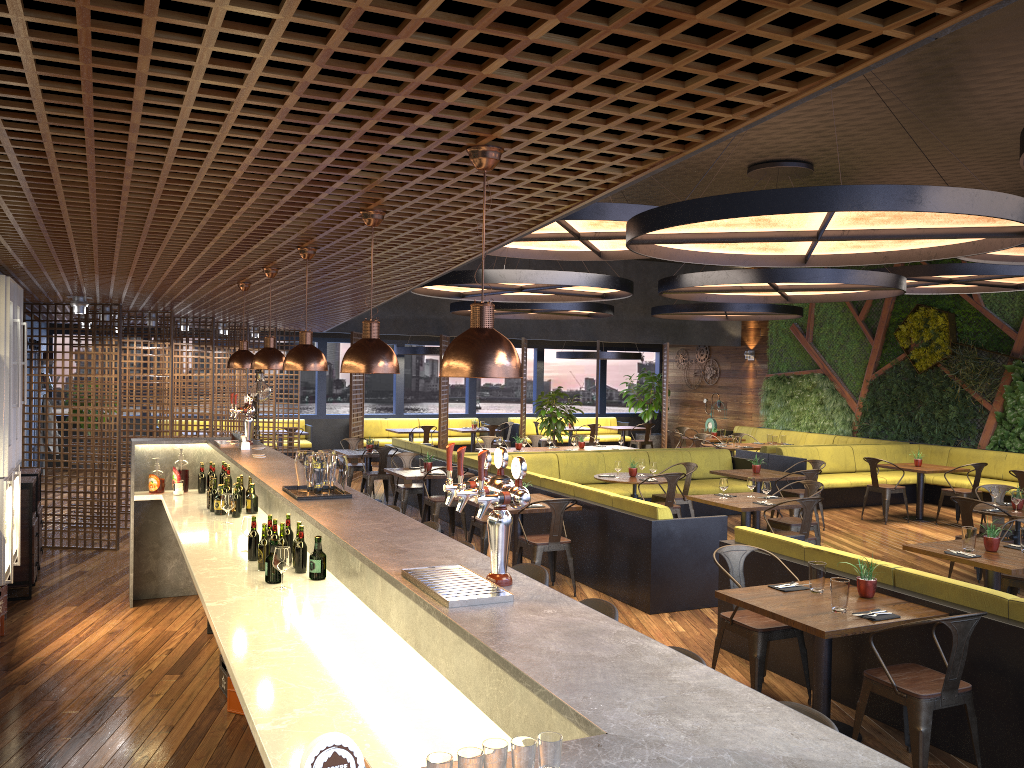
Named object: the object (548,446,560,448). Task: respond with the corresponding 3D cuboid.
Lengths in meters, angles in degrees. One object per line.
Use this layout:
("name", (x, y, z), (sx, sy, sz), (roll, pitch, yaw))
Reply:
("object", (0.701, 1.066, 14.962), (0.157, 0.019, 0.255), (1, 1, -25))

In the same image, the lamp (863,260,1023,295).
("lamp", (6.110, -1.945, 12.322), (2.778, 1.159, 2.778), (0, 1, -35))

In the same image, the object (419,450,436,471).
("object", (-1.048, 0.963, 11.200), (0.260, 0.271, 0.238), (1, 1, -23))

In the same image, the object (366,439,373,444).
("object", (-2.218, 0.948, 13.800), (0.102, 0.178, 0.102), (1, 1, -9))

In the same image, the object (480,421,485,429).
("object", (-0.643, 0.893, 19.201), (0.102, 0.178, 0.102), (0, 1, -39))

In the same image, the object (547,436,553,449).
("object", (0.631, 0.973, 14.802), (0.097, 0.206, 0.097), (1, 1, 21))

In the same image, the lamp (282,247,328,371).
("lamp", (-1.133, -0.409, 4.882), (0.250, 0.673, 0.250), (1, 1, 8))

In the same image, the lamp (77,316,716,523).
("lamp", (-1.476, 0.467, 13.178), (9.057, 2.714, 3.017), (1, 1, -25))

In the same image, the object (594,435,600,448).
("object", (1.455, 0.982, 15.184), (0.097, 0.206, 0.097), (1, 1, 21))

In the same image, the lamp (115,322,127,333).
("lamp", (-6.259, -0.905, 14.122), (0.228, 0.172, 0.228), (1, 1, -25))

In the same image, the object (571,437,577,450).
("object", (1.020, 0.983, 14.609), (0.097, 0.206, 0.097), (1, 1, 21))

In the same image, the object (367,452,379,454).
("object", (-2.094, 1.037, 13.331), (0.255, 0.019, 0.157), (1, 1, -25))

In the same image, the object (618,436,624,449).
("object", (1.844, 0.992, 14.991), (0.097, 0.206, 0.097), (1, 1, 21))

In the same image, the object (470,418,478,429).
("object", (-0.806, 0.844, 19.210), (0.238, 0.271, 0.260), (1, 1, -3))

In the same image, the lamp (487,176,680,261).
("lamp", (0.681, -1.990, 8.885), (2.778, 1.159, 2.778), (1, 1, 25))

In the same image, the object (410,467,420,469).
("object", (-1.195, 1.082, 11.467), (0.255, 0.019, 0.157), (1, 1, -25))

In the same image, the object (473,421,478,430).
("object", (-0.788, 0.893, 19.028), (0.102, 0.178, 0.102), (0, 1, -39))

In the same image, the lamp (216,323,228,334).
("lamp", (-4.546, -0.872, 13.974), (0.228, 0.172, 0.228), (1, 1, -25))

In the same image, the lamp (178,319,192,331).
("lamp", (-4.717, -0.856, 12.763), (0.228, 0.172, 0.228), (1, 1, -25))

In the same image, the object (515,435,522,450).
("object", (0.101, 0.934, 14.420), (0.238, 0.271, 0.260), (1, 1, -3))

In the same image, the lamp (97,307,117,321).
("lamp", (-4.772, -0.821, 10.427), (0.228, 0.172, 0.228), (1, 1, -25))

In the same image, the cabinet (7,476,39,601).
("cabinet", (-4.441, 1.351, 7.826), (0.473, 1.007, 0.553), (1, 1, -25))

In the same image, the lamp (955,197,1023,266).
("lamp", (5.822, -1.892, 8.603), (2.778, 1.159, 2.778), (2, 1, 42))

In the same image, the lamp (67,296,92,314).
("lamp", (-4.328, -0.789, 8.876), (0.228, 0.172, 0.228), (1, 1, -25))

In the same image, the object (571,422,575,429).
("object", (1.372, 0.917, 20.027), (0.102, 0.178, 0.102), (0, 1, -39))

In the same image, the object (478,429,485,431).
("object", (-0.676, 0.977, 18.907), (0.255, 0.019, 0.157), (1, 1, -25))

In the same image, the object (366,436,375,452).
("object", (-2.172, 0.905, 13.628), (0.260, 0.271, 0.238), (1, 1, -23))

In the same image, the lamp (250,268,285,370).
("lamp", (-1.617, -0.434, 5.929), (0.250, 0.673, 0.250), (1, 1, 8))

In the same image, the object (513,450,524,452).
("object", (0.121, 1.069, 14.070), (0.157, 0.019, 0.255), (1, 1, -25))

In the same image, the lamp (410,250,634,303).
("lamp", (0.127, -1.856, 11.059), (2.778, 1.475, 2.778), (1, 1, -21))

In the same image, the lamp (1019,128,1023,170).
("lamp", (4.220, -1.859, 4.551), (2.778, 1.159, 2.778), (1, 1, 11))

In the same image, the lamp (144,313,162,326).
("lamp", (-4.709, -0.838, 11.612), (0.228, 0.172, 0.228), (1, 1, -25))

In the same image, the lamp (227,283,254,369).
("lamp", (-2.125, -0.460, 7.026), (0.250, 0.673, 0.250), (1, 1, 8))

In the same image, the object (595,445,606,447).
("object", (1.526, 1.075, 15.344), (0.157, 0.019, 0.255), (1, 1, -25))

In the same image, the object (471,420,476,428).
("object", (-0.847, 0.887, 19.382), (0.102, 0.178, 0.102), (0, 1, -39))

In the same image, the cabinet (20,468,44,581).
("cabinet", (-4.733, 1.336, 8.457), (0.473, 1.007, 0.553), (1, 1, -25))

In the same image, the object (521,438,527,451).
("object", (0.195, 0.974, 14.227), (0.097, 0.206, 0.097), (1, 1, 21))

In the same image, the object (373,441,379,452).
("object", (-2.074, 0.955, 13.512), (0.102, 0.178, 0.102), (1, 1, -19))

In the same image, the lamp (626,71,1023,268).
("lamp", (2.242, -1.746, 6.441), (2.778, 1.475, 2.778), (2, 1, 30))

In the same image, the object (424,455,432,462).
("object", (-1.080, 1.007, 11.343), (0.102, 0.178, 0.102), (0, 1, -39))

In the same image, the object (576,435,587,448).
("object", (1.167, 0.946, 14.914), (0.238, 0.271, 0.260), (1, 1, -3))

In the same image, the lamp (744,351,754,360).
("lamp", (5.361, -0.650, 20.137), (0.189, 0.215, 0.215), (1, 1, -25))

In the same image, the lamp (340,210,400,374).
("lamp", (-0.587, -0.381, 3.705), (0.250, 0.673, 0.250), (1, 1, 8))

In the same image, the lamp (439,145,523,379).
("lamp", (-0.086, -0.355, 2.622), (0.250, 0.673, 0.250), (0, 1, -37))

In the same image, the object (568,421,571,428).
("object", (1.334, 0.867, 20.197), (0.238, 0.271, 0.260), (1, 1, -3))

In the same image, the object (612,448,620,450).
("object", (1.770, 1.087, 14.834), (0.157, 0.019, 0.255), (1, 1, -25))

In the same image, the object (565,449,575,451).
("object", (0.946, 1.078, 14.452), (0.157, 0.019, 0.255), (1, 1, -25))

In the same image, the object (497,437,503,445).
("object", (-0.194, 0.964, 14.420), (0.097, 0.206, 0.097), (1, 1, 21))

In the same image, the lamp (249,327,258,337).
("lamp", (-4.406, -0.888, 15.202), (0.228, 0.172, 0.228), (1, 1, -25))

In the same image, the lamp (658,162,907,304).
("lamp", (3.142, -1.792, 10.447), (2.778, 1.475, 2.778), (1, 1, 24))

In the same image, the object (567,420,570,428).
("object", (1.313, 0.910, 20.381), (0.102, 0.178, 0.102), (0, 1, -39))

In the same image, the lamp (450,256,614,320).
("lamp", (0.351, -1.914, 15.065), (2.778, 1.475, 2.778), (1, 1, -25))
